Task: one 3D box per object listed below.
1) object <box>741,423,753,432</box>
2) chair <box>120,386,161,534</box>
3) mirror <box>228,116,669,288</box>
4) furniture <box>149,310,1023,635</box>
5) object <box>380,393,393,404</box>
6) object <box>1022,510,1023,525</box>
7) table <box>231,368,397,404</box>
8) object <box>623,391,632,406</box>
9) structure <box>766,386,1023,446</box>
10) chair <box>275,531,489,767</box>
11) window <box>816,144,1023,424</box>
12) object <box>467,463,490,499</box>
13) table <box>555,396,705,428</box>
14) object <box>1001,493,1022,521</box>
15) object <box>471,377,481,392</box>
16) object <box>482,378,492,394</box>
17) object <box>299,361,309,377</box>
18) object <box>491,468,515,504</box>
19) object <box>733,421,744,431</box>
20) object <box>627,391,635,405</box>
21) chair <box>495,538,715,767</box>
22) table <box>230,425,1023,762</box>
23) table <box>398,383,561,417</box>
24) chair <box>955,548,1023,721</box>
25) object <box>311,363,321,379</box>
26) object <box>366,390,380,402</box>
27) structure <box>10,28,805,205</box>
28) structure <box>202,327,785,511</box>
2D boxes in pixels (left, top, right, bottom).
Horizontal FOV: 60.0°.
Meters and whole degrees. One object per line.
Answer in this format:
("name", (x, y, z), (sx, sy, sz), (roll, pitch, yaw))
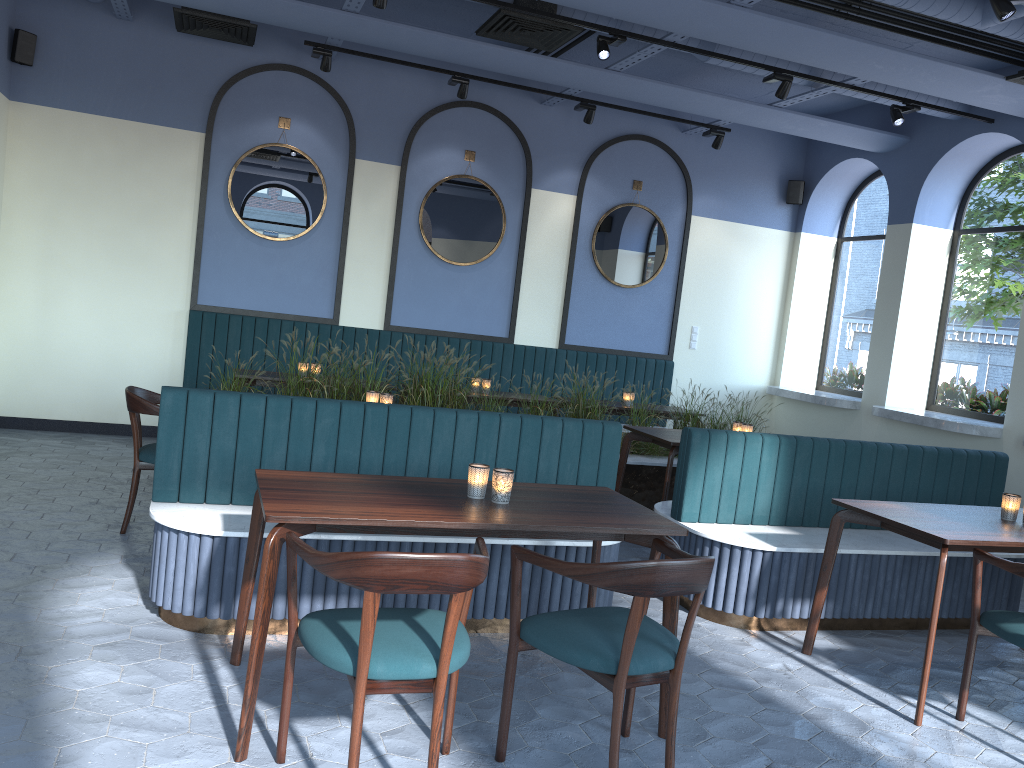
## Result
("object", (1.621, 0.337, 6.129), (0.078, 0.120, 0.078), (7, 4, -2))
("chair", (-1.926, 0.433, 4.997), (0.525, 0.793, 0.618), (5, 5, -20))
("mirror", (-0.423, -1.672, 8.462), (4.357, 1.089, 0.026), (5, 5, -19))
("furniture", (0.107, 0.380, 6.404), (4.800, 1.150, 4.703), (5, 5, -19))
("object", (-0.761, 0.118, 5.352), (0.078, 0.120, 0.078), (3, 5, -36))
("object", (2.370, 0.587, 4.039), (0.078, 0.120, 0.078), (7, 4, -2))
("table", (-1.607, 0.328, 7.052), (1.285, 0.755, 0.548), (5, 5, -19))
("object", (1.022, 0.131, 7.870), (0.078, 0.120, 0.078), (3, 5, -36))
("structure", (1.092, 0.377, 2.925), (4.315, 0.080, 14.155), (9, 5, 32))
("chair", (-0.352, 0.805, 2.579), (0.618, 0.793, 0.525), (5, 5, -20))
("window", (1.430, -0.808, 2.730), (3.897, 2.394, 14.212), (9, 5, 31))
("object", (-0.126, 0.356, 3.244), (0.078, 0.120, 0.078), (3, 5, -36))
("table", (1.007, 0.564, 7.963), (1.332, 0.755, 0.548), (5, 5, -19))
("object", (2.322, 0.574, 4.132), (0.078, 0.120, 0.078), (7, 4, -2))
("object", (-0.307, 0.004, 7.503), (0.078, 0.120, 0.078), (3, 5, -36))
("object", (-0.218, 0.017, 7.465), (0.078, 0.120, 0.078), (3, 5, -36))
("object", (-1.646, -0.113, 6.991), (0.078, 0.120, 0.078), (7, 4, -2))
("object", (-0.036, 0.370, 3.206), (0.078, 0.120, 0.078), (3, 5, -36))
("object", (1.585, 0.325, 6.220), (0.078, 0.120, 0.078), (7, 4, -2))
("object", (1.061, 0.129, 7.960), (0.078, 0.120, 0.078), (3, 5, -36))
("chair", (0.330, 0.867, 2.815), (0.618, 0.793, 0.525), (4, 5, -33))
("table", (-1.385, 0.648, 3.263), (9.778, 0.755, 3.997), (4, 5, -35))
("table", (-0.310, 0.445, 7.504), (1.332, 0.755, 0.548), (5, 5, -19))
("chair", (2.122, 1.032, 3.391), (0.618, 0.793, 0.525), (7, 4, 5))
("object", (-1.556, -0.106, 7.028), (0.078, 0.120, 0.078), (7, 4, -2))
("object", (-0.850, 0.104, 5.389), (0.078, 0.120, 0.078), (3, 5, -36))
("structure", (-1.361, -2.190, 4.601), (13.143, 0.268, 7.261), (3, 5, -36))
("structure", (0.002, 0.314, 6.723), (4.878, 1.207, 1.143), (5, 5, -18))
